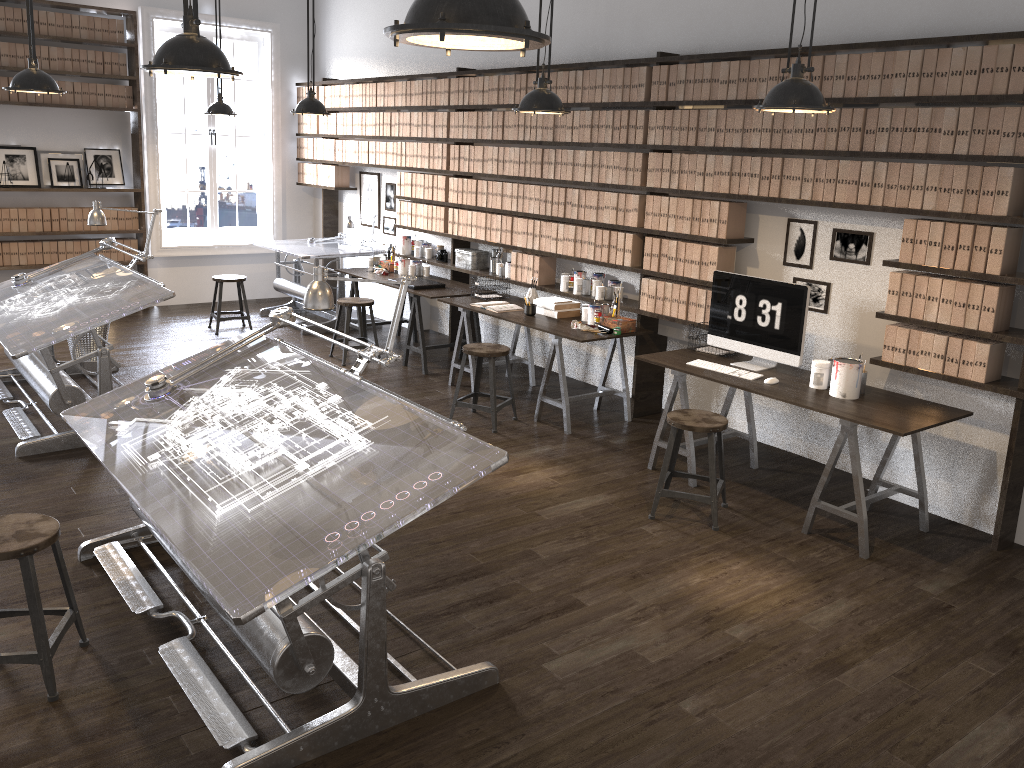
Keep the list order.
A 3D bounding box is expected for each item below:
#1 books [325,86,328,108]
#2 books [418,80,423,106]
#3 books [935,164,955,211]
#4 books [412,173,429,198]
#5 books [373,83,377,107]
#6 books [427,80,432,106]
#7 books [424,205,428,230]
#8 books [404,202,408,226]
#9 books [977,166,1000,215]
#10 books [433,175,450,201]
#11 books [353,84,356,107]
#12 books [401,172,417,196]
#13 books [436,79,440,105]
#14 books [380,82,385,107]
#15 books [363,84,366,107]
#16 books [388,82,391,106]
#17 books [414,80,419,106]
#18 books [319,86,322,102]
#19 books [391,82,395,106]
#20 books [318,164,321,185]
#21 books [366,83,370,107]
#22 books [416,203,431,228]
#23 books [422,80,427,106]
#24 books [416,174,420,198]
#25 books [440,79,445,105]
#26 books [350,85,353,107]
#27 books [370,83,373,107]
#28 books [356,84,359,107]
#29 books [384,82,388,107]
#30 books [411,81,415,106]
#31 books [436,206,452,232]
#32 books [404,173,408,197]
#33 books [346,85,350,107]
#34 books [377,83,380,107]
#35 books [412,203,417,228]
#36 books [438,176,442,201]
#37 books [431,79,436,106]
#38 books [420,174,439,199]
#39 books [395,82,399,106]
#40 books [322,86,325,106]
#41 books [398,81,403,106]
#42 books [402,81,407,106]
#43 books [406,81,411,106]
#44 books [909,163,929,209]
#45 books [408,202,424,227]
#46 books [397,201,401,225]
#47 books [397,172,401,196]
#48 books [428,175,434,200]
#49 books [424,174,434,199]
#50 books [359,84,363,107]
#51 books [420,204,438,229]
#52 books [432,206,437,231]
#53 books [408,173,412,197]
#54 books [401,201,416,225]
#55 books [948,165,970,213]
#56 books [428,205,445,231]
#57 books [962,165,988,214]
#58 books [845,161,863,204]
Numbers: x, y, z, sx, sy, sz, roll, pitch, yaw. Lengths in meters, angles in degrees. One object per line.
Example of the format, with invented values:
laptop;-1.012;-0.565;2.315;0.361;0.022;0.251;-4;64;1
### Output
books;-1.892;-3.048;9.422;0.175;0.223;0.067;-8;16;-37
books;-0.752;-2.612;7.972;0.175;0.223;0.067;-8;16;-37
books;2.176;-0.965;4.365;0.175;0.223;0.067;-8;16;-37
books;-0.835;-1.838;8.214;0.175;0.223;0.067;-8;16;-37
books;-1.263;-2.806;8.619;0.175;0.223;0.067;-8;16;-37
books;-0.666;-2.581;7.870;0.175;0.223;0.067;-8;16;-37
books;-0.717;-1.525;8.095;0.175;0.223;0.067;-8;16;-37
books;-0.930;-1.607;8.371;0.175;0.223;0.067;-8;16;-37
books;2.302;-0.918;4.208;0.175;0.223;0.067;-8;16;-37
books;-0.614;-1.754;7.935;0.175;0.223;0.067;-8;16;-37
books;-1.512;-2.904;8.943;0.175;0.223;0.067;-8;16;-37
books;-0.958;-1.883;8.363;0.175;0.223;0.067;-8;16;-37
books;-0.576;-2.548;7.760;0.175;0.223;0.067;-8;16;-37
books;-1.173;-2.773;8.507;0.175;0.223;0.067;-8;16;-37
books;-1.388;-2.853;8.774;0.175;0.223;0.067;-8;16;-37
books;-1.084;-2.740;8.400;0.175;0.223;0.067;-8;16;-37
books;-0.794;-2.629;8.029;0.175;0.223;0.067;-8;16;-37
books;-1.983;-3.082;9.537;0.175;0.223;0.067;-8;16;-37
books;-1.047;-2.724;8.345;0.175;0.223;0.067;-8;16;-37
books;-2.041;-2.294;9.730;0.175;0.223;0.067;-8;16;-37
books;-1.346;-2.839;8.728;0.175;0.223;0.067;-8;16;-37
books;-0.797;-1.558;8.209;0.175;0.223;0.067;-8;16;-37
books;-0.708;-2.595;7.916;0.175;0.223;0.067;-8;16;-37
books;-0.792;-1.822;8.159;0.175;0.223;0.067;-8;16;-37
books;-0.537;-2.531;7.704;0.175;0.223;0.067;-8;16;-37
books;-1.556;-2.920;8.996;0.175;0.223;0.067;-8;16;-37
books;-1.304;-2.824;8.679;0.175;0.223;0.067;-8;16;-37
books;-1.473;-2.887;8.887;0.175;0.223;0.067;-8;16;-37
books;-1.127;-2.757;8.455;0.175;0.223;0.067;-8;16;-37
books;-0.833;-2.646;8.085;0.175;0.223;0.067;-8;16;-37
books;-0.589;-1.479;7.945;0.175;0.223;0.067;-8;16;-37
books;-0.918;-1.869;8.316;0.175;0.223;0.067;-8;16;-37
books;-1.602;-2.935;9.048;0.175;0.223;0.067;-8;16;-37
books;-1.213;-2.790;8.564;0.175;0.223;0.067;-8;16;-37
books;-0.841;-1.574;8.262;0.175;0.223;0.067;-8;16;-37
books;-0.570;-1.737;7.875;0.175;0.223;0.067;-8;16;-37
books;-0.620;-2.564;7.813;0.175;0.223;0.067;-8;16;-37
books;-0.752;-1.805;8.102;0.175;0.223;0.067;-8;16;-37
books;-1.003;-2.709;8.296;0.175;0.223;0.067;-8;16;-37
books;-1.942;-3.064;9.477;0.175;0.223;0.067;-8;16;-37
books;-0.966;-2.694;8.247;0.175;0.223;0.067;-8;16;-37
books;-0.923;-2.677;8.190;0.175;0.223;0.067;-8;16;-37
books;-0.877;-2.662;8.138;0.175;0.223;0.067;-8;16;-37
books;2.090;-0.996;4.467;0.175;0.223;0.067;-8;16;-37
books;-0.887;-1.590;8.314;0.175;0.223;0.067;-8;16;-37
books;-1.011;-1.637;8.468;0.175;0.223;0.067;-8;16;-37
books;-1.003;-1.900;8.418;0.175;0.223;0.067;-8;16;-37
books;-0.664;-1.771;7.989;0.175;0.223;0.067;-8;16;-37
books;-0.705;-1.789;8.050;0.175;0.223;0.067;-8;16;-37
books;-1.432;-2.870;8.830;0.175;0.223;0.067;-8;16;-37
books;-0.758;-1.542;8.153;0.175;0.223;0.067;-8;16;-37
books;-0.631;-1.494;7.994;0.175;0.223;0.067;-8;16;-37
books;-0.881;-1.853;8.262;0.175;0.223;0.067;-8;16;-37
books;-0.967;-1.622;8.420;0.175;0.223;0.067;-8;16;-37
books;2.213;-0.949;4.311;0.175;0.223;0.067;-8;16;-37
books;-0.673;-1.508;8.040;0.175;0.223;0.067;-8;16;-37
books;2.258;-0.934;4.263;0.175;0.223;0.067;-8;16;-37
books;1.873;-1.078;4.739;0.175;0.223;0.067;-8;16;-37
